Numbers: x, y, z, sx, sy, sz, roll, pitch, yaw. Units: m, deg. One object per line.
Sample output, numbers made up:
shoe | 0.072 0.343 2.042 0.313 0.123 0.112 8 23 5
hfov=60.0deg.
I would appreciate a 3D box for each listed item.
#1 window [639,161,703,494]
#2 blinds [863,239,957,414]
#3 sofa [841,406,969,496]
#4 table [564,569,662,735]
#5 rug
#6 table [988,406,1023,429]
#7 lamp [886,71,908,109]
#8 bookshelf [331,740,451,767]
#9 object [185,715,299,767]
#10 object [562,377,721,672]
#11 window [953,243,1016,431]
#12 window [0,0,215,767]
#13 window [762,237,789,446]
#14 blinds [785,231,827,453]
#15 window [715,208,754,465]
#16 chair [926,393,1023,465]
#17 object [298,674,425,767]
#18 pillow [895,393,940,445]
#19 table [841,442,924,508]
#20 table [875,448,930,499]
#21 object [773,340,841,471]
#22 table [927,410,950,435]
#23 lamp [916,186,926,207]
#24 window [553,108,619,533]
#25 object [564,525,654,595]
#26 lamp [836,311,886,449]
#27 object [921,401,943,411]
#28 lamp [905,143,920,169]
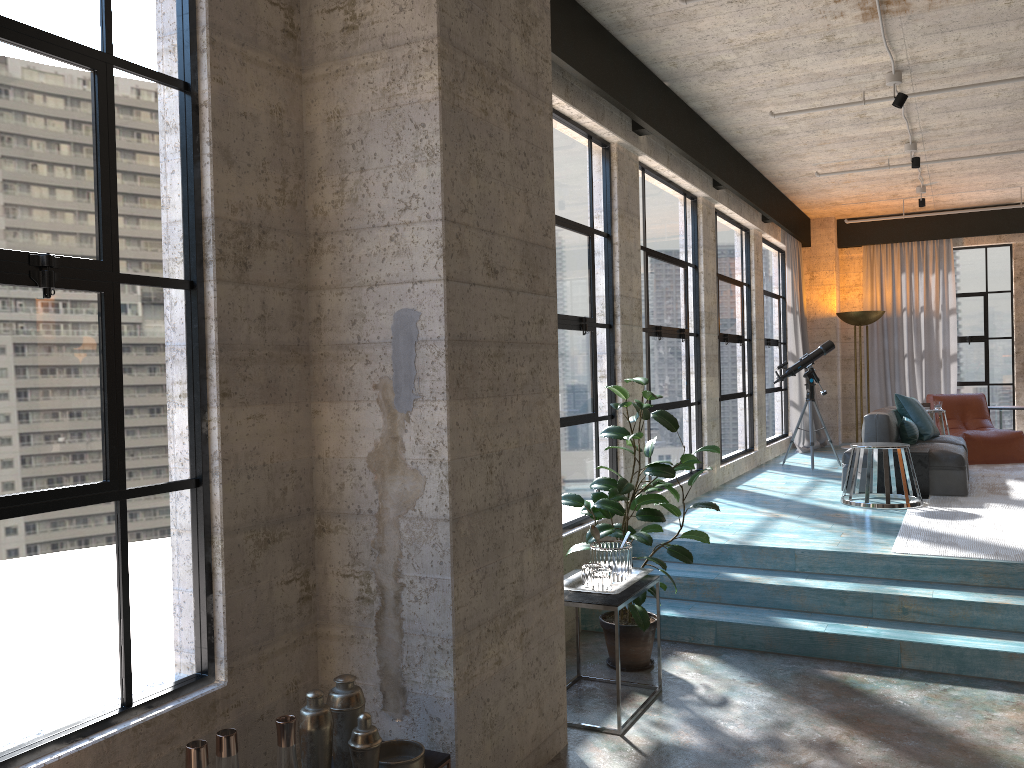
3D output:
window | 1.307 -0.428 7.355 0.081 2.530 1.780 -1 1 27
blinds | 5.449 -0.644 12.186 1.187 2.986 0.404 -1 1 28
sofa | 3.811 0.579 8.510 1.019 0.680 2.063 -1 1 27
table | 0.401 1.240 4.218 0.450 0.563 0.600 -1 1 27
rug | 5.340 0.885 8.087 2.954 0.032 7.768 -1 1 27
table | 6.851 0.549 11.032 2.004 0.530 0.715 -1 1 25
lamp | 2.746 -2.087 6.329 0.144 0.252 0.107 -1 1 11
bookshelf | -0.714 1.400 2.257 0.350 0.347 1.600 -1 1 27
object | -0.765 1.045 2.205 0.199 0.365 0.703 -1 1 38
object | 0.672 0.741 4.776 0.886 1.552 0.514 -1 1 14
window | 5.960 -0.608 12.328 1.780 2.530 0.081 -1 1 27
window | -1.400 -0.292 2.034 0.081 2.530 1.780 -1 1 27
window | 3.341 -0.531 11.355 0.081 2.530 1.780 -1 1 27
blinds | 3.893 -0.608 11.739 0.384 2.985 1.131 -1 1 27
window | 2.324 -0.480 9.355 0.081 2.530 1.780 -1 1 27
chair | 5.236 0.495 10.081 0.801 0.759 0.920 -1 1 -3
object | -0.460 1.048 2.705 0.415 0.333 0.248 -2 1 -27
pillow | 3.881 0.322 8.615 0.349 0.466 1.042 -1 1 37
table | 2.986 0.724 7.180 0.620 0.472 0.620 -1 1 30
table | 3.337 0.757 7.587 0.420 0.390 0.413 -1 1 27
object | 3.222 0.225 9.705 0.617 1.406 0.595 -1 1 28
table | 4.527 0.589 9.644 0.549 0.603 0.549 -1 1 6
lamp | 4.832 -2.207 10.456 0.143 0.223 0.107 -2 1 -40
window | 0.290 -0.377 5.355 0.081 2.530 1.780 -1 1 27
object | 0.440 0.831 4.237 0.327 0.253 0.546 -1 1 27
lamp | 4.684 -0.048 11.876 0.619 1.822 0.619 -1 1 27
object | 4.522 0.240 9.592 0.287 0.096 0.206 -2 1 -23
lamp | 3.781 -2.154 8.380 0.143 0.223 0.107 -2 1 -29
